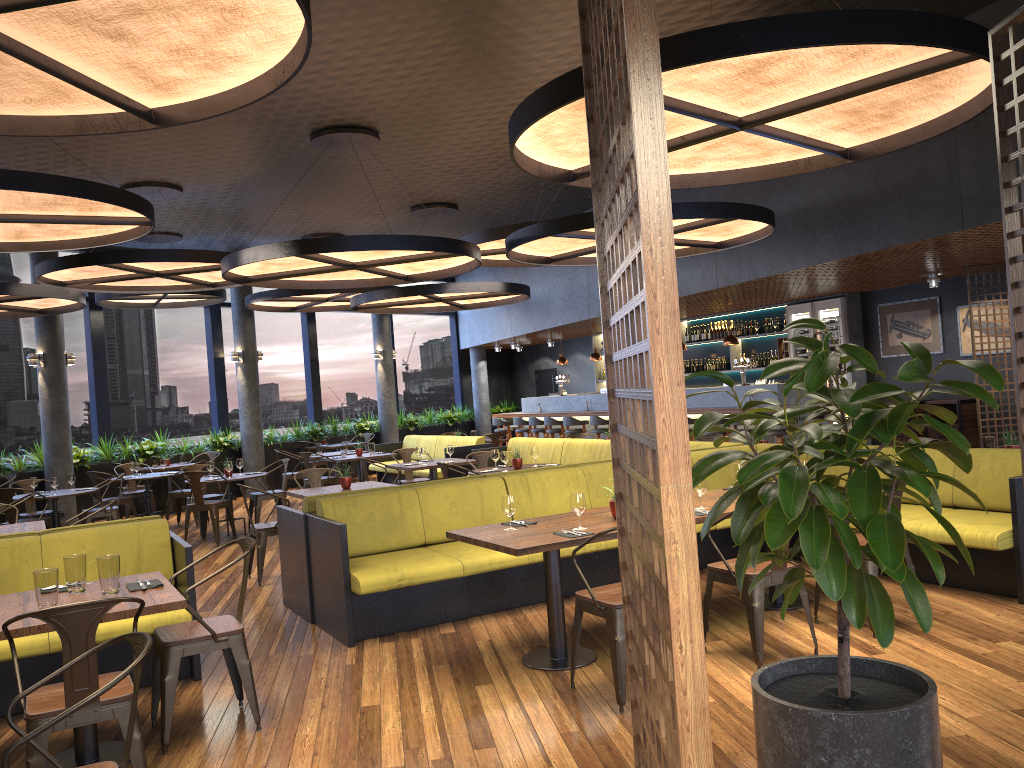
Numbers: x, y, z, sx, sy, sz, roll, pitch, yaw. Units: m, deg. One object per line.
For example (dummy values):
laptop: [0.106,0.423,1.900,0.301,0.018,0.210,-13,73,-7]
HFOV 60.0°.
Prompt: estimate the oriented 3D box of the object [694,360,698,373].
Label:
object: [3.509,-0.339,16.911,0.063,0.254,0.063,-4,0,8]

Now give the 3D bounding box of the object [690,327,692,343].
object: [3.470,-0.944,17.113,0.085,0.310,0.086,-4,0,-14]

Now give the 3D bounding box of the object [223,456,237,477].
object: [-3.593,1.036,11.237,0.260,0.271,0.238,-4,0,10]

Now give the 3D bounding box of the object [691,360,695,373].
object: [3.461,-0.335,16.999,0.063,0.254,0.063,-5,0,33]

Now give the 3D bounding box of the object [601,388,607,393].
object: [2.118,0.348,19.297,0.550,0.569,0.355,-4,0,-29]

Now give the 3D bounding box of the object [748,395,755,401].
object: [3.451,0.220,12.838,0.114,0.203,0.069,-4,0,6]

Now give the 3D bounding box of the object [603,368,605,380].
object: [2.049,-0.225,19.715,0.079,0.281,0.079,-4,0,-10]

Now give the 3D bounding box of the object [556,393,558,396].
object: [0.969,0.219,19.028,0.042,0.059,0.042,-4,0,-31]

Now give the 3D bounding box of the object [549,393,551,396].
object: [0.803,0.230,18.932,0.042,0.059,0.042,-4,0,-31]

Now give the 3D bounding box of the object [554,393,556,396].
object: [0.924,0.222,19.004,0.042,0.059,0.042,-4,0,-31]

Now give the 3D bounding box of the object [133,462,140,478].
object: [-5.237,1.202,12.373,0.097,0.206,0.097,-4,0,29]

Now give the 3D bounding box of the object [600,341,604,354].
object: [2.145,-0.833,19.442,0.229,0.319,0.579,-4,0,-29]

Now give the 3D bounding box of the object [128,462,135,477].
object: [-5.452,1.220,12.730,0.097,0.206,0.097,-4,-1,-42]

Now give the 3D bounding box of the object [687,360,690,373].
object: [3.436,-0.331,17.278,0.063,0.254,0.063,-5,0,33]

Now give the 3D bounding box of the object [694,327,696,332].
object: [3.518,-0.948,17.026,0.085,0.310,0.086,-4,0,-2]

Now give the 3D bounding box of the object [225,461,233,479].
object: [-3.502,1.063,10.982,0.097,0.206,0.097,-4,0,-22]

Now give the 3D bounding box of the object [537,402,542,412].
object: [0.558,0.471,18.089,0.114,0.203,0.069,-4,0,19]

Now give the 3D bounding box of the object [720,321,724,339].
object: [3.844,-0.989,16.209,0.084,0.330,0.084,-4,0,-22]

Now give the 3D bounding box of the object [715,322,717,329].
object: [3.803,-0.984,16.479,0.084,0.330,0.084,-4,0,-22]

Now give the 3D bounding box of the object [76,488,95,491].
object: [-5.225,1.284,10.811,0.255,0.019,0.157,-4,0,-30]

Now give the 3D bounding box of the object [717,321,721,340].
object: [3.799,-0.985,16.301,0.084,0.330,0.084,-4,0,-22]

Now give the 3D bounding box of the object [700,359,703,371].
object: [3.619,-0.347,16.941,0.063,0.254,0.063,-5,0,33]

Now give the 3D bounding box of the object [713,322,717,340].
object: [3.755,-0.981,16.383,0.084,0.330,0.084,-4,0,-22]

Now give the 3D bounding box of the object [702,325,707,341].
object: [3.609,-0.957,16.672,0.085,0.310,0.086,-4,0,5]

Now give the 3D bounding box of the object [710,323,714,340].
object: [3.708,-0.977,16.465,0.084,0.330,0.084,-4,0,-22]

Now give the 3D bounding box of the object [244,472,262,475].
object: [-3.332,1.148,11.364,0.255,0.019,0.157,-4,0,-30]

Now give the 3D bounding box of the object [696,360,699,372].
object: [3.558,-0.342,17.051,0.063,0.254,0.063,-4,-1,-42]

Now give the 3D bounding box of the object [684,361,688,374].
object: [3.375,-0.327,17.219,0.063,0.254,0.063,-4,0,13]

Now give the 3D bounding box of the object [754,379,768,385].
object: [3.618,-0.037,12.884,0.177,0.091,0.091,-5,0,36]

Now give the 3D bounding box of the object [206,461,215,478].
object: [-3.832,1.090,11.272,0.097,0.206,0.097,-4,0,13]

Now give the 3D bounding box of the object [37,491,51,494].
object: [-5.757,1.324,10.856,0.255,0.019,0.157,-5,-1,39]

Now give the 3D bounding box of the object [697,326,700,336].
object: [3.566,-0.952,16.948,0.085,0.310,0.086,-4,0,12]

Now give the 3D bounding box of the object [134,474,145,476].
object: [-5.424,1.313,12.902,0.157,0.019,0.255,-4,-1,-42]

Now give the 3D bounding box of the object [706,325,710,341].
object: [3.703,-0.964,16.697,0.085,0.310,0.086,-4,0,12]

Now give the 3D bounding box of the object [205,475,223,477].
object: [-3.829,1.185,11.446,0.255,0.019,0.157,-5,-1,39]

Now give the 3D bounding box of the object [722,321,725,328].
object: [3.894,-0.992,16.313,0.084,0.330,0.084,-4,0,-22]

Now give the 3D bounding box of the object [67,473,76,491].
object: [-5.397,1.203,10.868,0.097,0.206,0.097,-4,-1,-39]

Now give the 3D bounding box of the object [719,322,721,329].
object: [3.847,-0.988,16.394,0.084,0.330,0.084,-4,0,-22]

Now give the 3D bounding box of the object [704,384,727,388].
object: [3.108,0.000,13.856,0.200,0.106,0.766,-4,0,-29]

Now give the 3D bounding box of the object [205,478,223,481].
object: [-3.650,1.168,10.902,0.157,0.019,0.255,-4,0,14]

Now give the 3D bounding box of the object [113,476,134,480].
object: [-5.403,1.308,12.363,0.157,0.019,0.255,-5,-1,38]

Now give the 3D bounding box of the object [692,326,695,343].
object: [3.472,-0.945,16.923,0.085,0.310,0.086,-4,0,5]

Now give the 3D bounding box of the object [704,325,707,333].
object: [3.660,-0.960,16.781,0.085,0.310,0.086,-4,0,-2]

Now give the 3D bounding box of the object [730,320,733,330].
object: [4.014,-1.002,16.163,0.084,0.330,0.084,-4,0,-22]

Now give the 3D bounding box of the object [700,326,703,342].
object: [3.610,-0.956,16.862,0.085,0.310,0.086,-4,0,-18]

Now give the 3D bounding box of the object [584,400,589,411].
object: [1.403,0.398,16.572,0.114,0.203,0.069,-4,0,22]

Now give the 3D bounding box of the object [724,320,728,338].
object: [3.892,-0.993,16.126,0.084,0.330,0.084,-4,0,-22]

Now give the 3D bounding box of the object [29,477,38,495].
object: [-5.760,1.229,10.683,0.097,0.206,0.097,-4,0,13]

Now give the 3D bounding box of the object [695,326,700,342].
object: [3.514,-0.949,16.841,0.085,0.310,0.086,-4,0,-2]

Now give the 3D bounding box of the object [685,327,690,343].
object: [3.374,-0.937,17.093,0.085,0.310,0.086,-4,0,-2]

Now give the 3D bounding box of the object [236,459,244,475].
object: [-3.503,1.066,11.420,0.097,0.206,0.097,-5,0,33]

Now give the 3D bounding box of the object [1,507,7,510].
object: [-4.186,1.052,7.121,0.260,0.271,0.238,-4,0,10]
